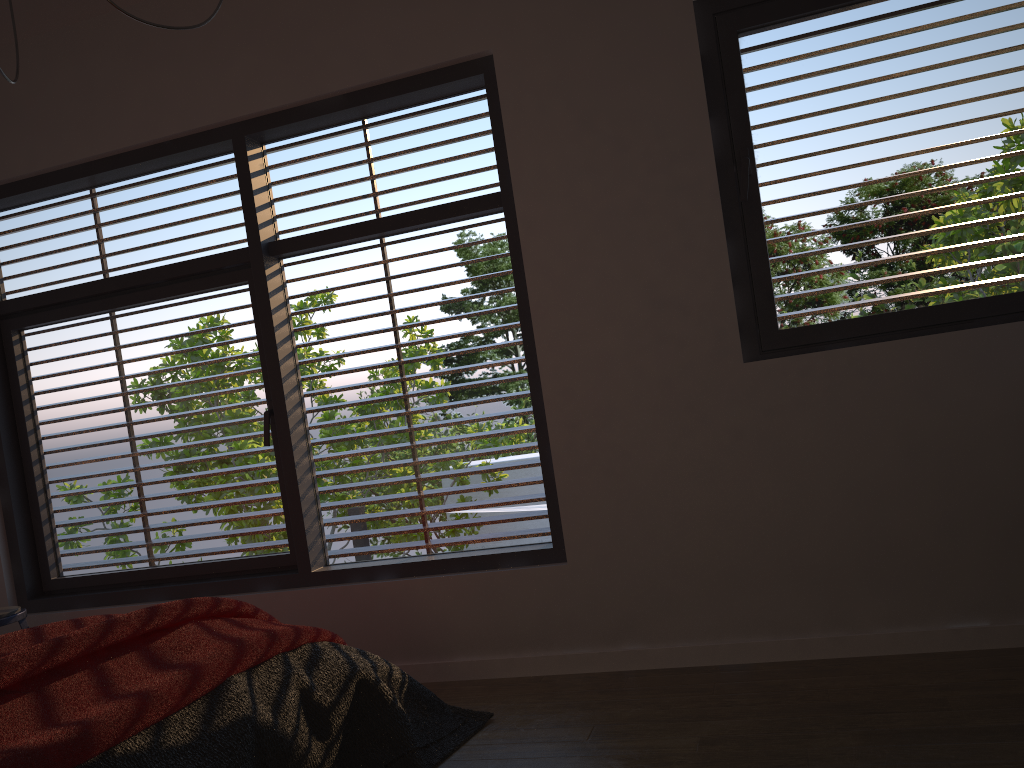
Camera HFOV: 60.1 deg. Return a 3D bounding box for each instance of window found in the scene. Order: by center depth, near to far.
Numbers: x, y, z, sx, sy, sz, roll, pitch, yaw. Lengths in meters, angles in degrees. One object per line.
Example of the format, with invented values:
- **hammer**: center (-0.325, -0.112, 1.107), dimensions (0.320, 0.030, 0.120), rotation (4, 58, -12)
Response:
- **window**: center (1.498, -0.830, 2.979), dimensions (1.581, 1.292, 0.223), rotation (-8, 1, 16)
- **window**: center (-1.150, -0.087, 3.800), dimensions (2.642, 1.942, 0.169), rotation (-9, 1, 16)

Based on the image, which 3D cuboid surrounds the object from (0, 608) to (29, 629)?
- **object**: center (-2.167, 1.210, 3.675), dimensions (0.342, 0.481, 0.337), rotation (-8, 0, 14)

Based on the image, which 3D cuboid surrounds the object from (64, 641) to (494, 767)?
- **object**: center (-0.968, 0.940, 1.970), dimensions (1.124, 0.568, 2.500), rotation (-9, -1, 16)

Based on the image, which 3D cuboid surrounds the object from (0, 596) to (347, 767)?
- **object**: center (-1.118, 0.932, 1.973), dimensions (0.684, 0.660, 2.639), rotation (-8, -1, 17)

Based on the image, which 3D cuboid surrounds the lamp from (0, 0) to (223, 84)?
- **lamp**: center (-1.025, -1.187, 1.426), dimensions (1.249, 1.080, 1.098), rotation (-8, 0, 16)

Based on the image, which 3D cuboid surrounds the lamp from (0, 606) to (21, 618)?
- **lamp**: center (-2.311, 0.411, 3.407), dimensions (0.279, 1.128, 0.787), rotation (-8, 0, 8)
